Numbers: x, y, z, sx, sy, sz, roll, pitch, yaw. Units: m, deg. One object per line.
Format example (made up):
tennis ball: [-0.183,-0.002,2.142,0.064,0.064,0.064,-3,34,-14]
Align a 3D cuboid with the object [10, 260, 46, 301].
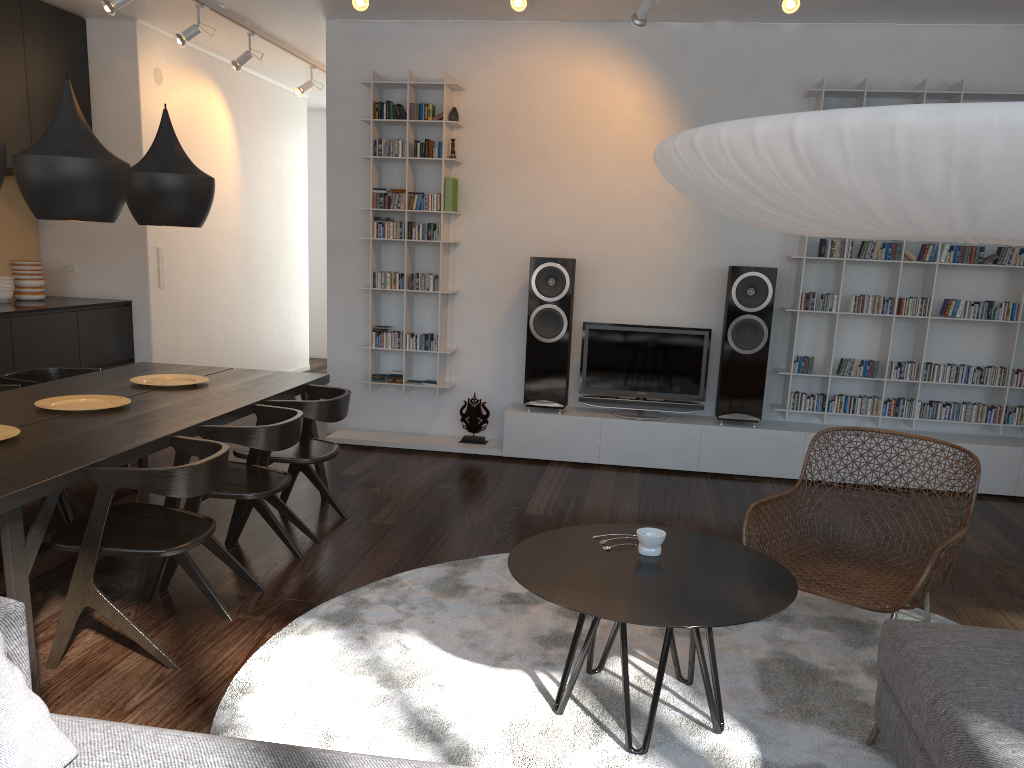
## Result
object: [-3.329,-0.713,6.085,0.197,0.268,0.195,-1,12,-17]

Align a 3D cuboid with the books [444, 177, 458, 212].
books: [-0.401,-1.243,5.828,0.049,0.217,0.163,4,11,8]

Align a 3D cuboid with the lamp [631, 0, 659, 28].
lamp: [0.693,-1.933,4.440,0.085,0.243,0.247,-3,12,-25]

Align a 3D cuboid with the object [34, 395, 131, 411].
object: [-1.746,0.081,3.606,0.356,0.017,0.351,1,9,-11]

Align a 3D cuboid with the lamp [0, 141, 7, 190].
lamp: [-1.801,-0.806,2.728,0.407,0.549,0.408,12,15,41]

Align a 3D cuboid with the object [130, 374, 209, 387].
object: [-1.643,-0.014,4.250,0.355,0.017,0.351,4,9,12]

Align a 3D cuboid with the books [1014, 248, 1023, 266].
books: [3.108,-0.762,5.326,0.144,0.106,0.097,4,11,7]

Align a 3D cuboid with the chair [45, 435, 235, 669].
chair: [-1.244,0.555,3.031,0.519,0.681,0.585,4,11,7]

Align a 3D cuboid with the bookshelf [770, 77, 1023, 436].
bookshelf: [2.776,-0.743,5.435,2.083,2.107,0.223,4,13,8]

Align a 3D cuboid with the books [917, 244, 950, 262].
books: [2.573,-0.799,5.401,0.157,0.112,0.088,4,11,8]

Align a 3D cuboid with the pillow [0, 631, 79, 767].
pillow: [-0.949,0.521,1.378,0.286,0.420,0.487,4,11,7]

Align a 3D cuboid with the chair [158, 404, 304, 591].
chair: [-1.145,0.457,3.690,0.519,0.681,0.585,4,11,9]

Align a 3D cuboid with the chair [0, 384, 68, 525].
chair: [-2.358,0.370,3.911,0.519,0.681,0.585,4,11,6]

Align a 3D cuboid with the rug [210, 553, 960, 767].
rug: [0.533,1.004,2.816,2.837,0.012,2.797,1,9,-12]

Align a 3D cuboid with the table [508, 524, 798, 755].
table: [0.400,0.780,2.689,0.846,0.480,0.836,4,10,10]

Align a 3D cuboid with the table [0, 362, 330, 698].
table: [-1.721,0.426,3.695,1.105,0.689,2.467,4,9,8]

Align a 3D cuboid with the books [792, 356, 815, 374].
books: [1.859,-0.125,5.661,0.132,0.106,0.098,4,11,7]

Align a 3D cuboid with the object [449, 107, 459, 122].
object: [-0.374,-1.737,5.715,0.064,0.102,0.059,-1,12,-15]

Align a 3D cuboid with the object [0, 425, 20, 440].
object: [-1.848,0.176,2.962,0.355,0.017,0.351,4,9,12]

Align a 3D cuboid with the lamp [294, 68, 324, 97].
lamp: [-1.676,-2.475,7.275,0.249,0.243,0.084,-6,15,-38]

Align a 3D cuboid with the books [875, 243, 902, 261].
books: [2.318,-0.813,5.439,0.132,0.106,0.098,4,11,7]

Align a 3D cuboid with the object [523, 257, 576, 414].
object: [0.251,-0.322,5.845,0.294,1.018,0.276,4,13,8]

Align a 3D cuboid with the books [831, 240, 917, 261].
books: [2.227,-0.820,5.450,0.503,0.107,0.088,4,11,8]

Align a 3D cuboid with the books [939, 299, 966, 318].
books: [2.715,-0.468,5.451,0.118,0.110,0.088,4,11,8]

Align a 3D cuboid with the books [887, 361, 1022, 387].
books: [2.759,-0.069,5.535,0.764,0.114,0.113,4,11,8]

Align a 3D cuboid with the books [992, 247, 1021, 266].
books: [2.987,-0.771,5.342,0.118,0.110,0.088,4,11,8]

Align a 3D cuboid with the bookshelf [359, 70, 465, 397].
bookshelf: [-0.681,-0.970,5.926,0.639,2.107,0.223,4,13,8]

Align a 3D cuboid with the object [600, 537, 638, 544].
object: [0.360,0.502,2.853,0.163,0.016,0.025,0,10,-16]

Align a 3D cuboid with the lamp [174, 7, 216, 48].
lamp: [-1.971,-2.213,5.498,0.250,0.243,0.084,0,13,-15]

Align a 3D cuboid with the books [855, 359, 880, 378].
books: [2.251,-0.099,5.606,0.132,0.106,0.098,4,11,7]

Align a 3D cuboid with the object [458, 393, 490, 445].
object: [-0.259,0.230,6.090,0.212,0.356,0.120,4,12,8]

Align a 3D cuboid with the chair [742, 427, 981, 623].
chair: [1.349,0.575,3.428,0.712,0.720,0.681,12,14,40]

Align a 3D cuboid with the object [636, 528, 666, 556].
object: [0.439,0.491,2.774,0.091,0.070,0.137,6,10,20]

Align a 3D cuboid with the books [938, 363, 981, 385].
books: [2.788,-0.067,5.531,0.234,0.114,0.113,4,11,8]

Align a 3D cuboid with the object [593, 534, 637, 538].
object: [0.347,0.496,2.893,0.168,0.015,0.014,2,11,-4]

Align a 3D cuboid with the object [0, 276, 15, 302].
object: [-3.388,-0.630,5.878,0.153,0.162,0.156,10,13,36]

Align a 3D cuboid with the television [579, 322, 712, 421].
television: [0.867,-0.085,5.813,0.785,0.610,0.341,8,13,26]

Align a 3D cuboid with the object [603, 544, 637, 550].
object: [0.342,0.513,2.800,0.124,0.010,0.025,-2,10,-25]

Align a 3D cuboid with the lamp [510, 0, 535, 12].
lamp: [0.058,-1.953,4.383,0.085,0.242,0.248,6,11,14]

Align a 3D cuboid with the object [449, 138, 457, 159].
object: [-0.383,-1.529,5.758,0.045,0.142,0.063,2,12,0]

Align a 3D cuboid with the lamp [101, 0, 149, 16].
lamp: [-2.085,-2.106,4.772,0.250,0.243,0.084,-1,13,-20]

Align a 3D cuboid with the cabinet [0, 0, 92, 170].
cabinet: [-3.315,-1.854,5.263,0.531,1.065,1.929,4,10,8]

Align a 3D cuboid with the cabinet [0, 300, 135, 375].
cabinet: [-3.537,0.172,4.163,0.732,0.913,4.997,4,9,8]

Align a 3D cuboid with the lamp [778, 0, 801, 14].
lamp: [1.299,-1.870,4.205,0.085,0.243,0.247,1,11,-6]

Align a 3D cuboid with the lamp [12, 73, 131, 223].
lamp: [-1.693,-0.905,3.401,0.411,0.549,0.405,-1,12,-15]

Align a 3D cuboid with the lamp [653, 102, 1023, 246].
lamp: [1.074,-0.448,2.113,1.461,0.213,1.458,-6,12,-44]

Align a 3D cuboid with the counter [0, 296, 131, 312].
counter: [-3.518,-0.273,4.063,0.731,0.002,4.994,4,9,8]

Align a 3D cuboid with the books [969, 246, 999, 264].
books: [2.856,-0.778,5.361,0.163,0.108,0.088,4,11,8]

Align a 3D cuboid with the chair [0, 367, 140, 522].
chair: [-2.264,0.283,4.498,0.519,0.681,0.585,4,11,8]

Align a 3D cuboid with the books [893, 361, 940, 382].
books: [2.537,-0.083,5.566,0.268,0.114,0.098,4,11,7]

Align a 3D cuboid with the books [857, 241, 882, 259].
books: [2.204,-0.825,5.453,0.118,0.110,0.088,4,11,8]

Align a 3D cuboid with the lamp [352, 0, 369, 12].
lamp: [-0.770,-2.006,4.499,0.085,0.243,0.247,0,11,-9]

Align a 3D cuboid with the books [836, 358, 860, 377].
books: [2.136,-0.107,5.621,0.118,0.110,0.088,4,11,8]

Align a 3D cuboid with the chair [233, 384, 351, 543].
chair: [-1.051,0.370,4.281,0.519,0.681,0.585,4,11,6]

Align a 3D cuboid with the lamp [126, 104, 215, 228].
lamp: [-1.586,-1.005,4.074,0.409,0.549,0.406,-5,14,-33]

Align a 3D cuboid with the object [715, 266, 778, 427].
object: [1.488,-0.241,5.670,0.294,1.018,0.276,4,13,8]
